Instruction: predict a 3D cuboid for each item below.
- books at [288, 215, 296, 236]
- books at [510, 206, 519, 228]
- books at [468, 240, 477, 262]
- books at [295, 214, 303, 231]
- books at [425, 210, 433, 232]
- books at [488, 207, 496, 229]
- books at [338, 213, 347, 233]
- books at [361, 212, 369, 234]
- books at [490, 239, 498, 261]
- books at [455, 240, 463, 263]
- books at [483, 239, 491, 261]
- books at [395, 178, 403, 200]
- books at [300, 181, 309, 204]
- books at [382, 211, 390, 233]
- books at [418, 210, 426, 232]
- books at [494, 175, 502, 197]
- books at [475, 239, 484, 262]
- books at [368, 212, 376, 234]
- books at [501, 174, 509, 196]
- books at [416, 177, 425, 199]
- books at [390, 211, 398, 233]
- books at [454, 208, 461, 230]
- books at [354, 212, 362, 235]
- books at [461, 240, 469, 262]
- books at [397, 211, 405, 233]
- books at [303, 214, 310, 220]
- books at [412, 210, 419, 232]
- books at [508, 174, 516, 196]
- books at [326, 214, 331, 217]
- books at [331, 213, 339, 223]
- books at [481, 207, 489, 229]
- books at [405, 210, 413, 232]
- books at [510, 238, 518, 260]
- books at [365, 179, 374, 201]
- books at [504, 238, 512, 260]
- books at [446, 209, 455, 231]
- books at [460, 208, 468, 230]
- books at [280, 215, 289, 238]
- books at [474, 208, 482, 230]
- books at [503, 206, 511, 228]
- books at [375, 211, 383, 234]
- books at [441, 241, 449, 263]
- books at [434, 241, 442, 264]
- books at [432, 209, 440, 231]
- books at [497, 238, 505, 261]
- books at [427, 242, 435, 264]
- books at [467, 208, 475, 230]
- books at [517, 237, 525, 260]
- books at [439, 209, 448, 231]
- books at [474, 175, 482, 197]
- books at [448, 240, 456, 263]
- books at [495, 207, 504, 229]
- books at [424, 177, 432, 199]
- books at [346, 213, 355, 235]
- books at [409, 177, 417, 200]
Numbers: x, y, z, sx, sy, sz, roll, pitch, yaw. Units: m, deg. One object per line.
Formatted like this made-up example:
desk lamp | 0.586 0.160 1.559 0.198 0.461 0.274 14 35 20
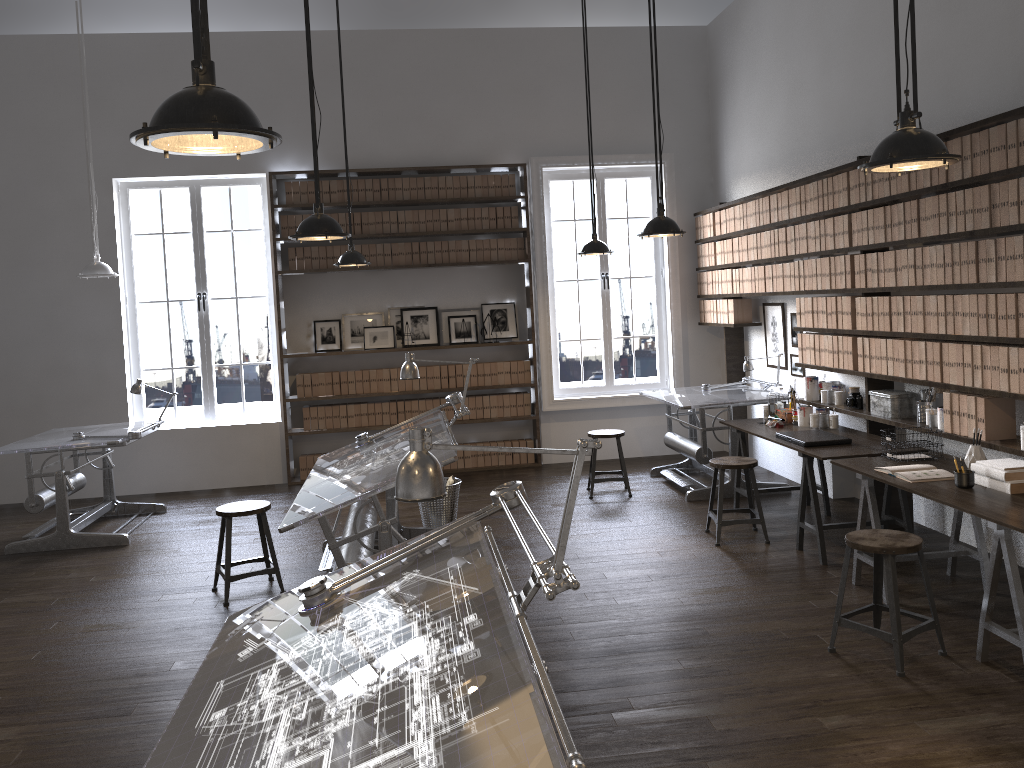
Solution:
books | -2.130 -1.521 8.605 0.067 0.225 0.175 -3 3 -7
books | 0.020 -1.657 8.863 0.067 0.225 0.175 -3 3 -7
books | -0.398 -1.319 8.821 0.067 0.225 0.175 -3 3 -7
books | -2.060 -1.526 8.610 0.067 0.225 0.175 -3 3 -7
books | -0.820 -1.604 8.765 0.067 0.225 0.175 -3 3 -7
books | -0.203 -1.643 8.839 0.067 0.225 0.175 -3 3 -7
books | -1.652 -1.551 8.660 0.067 0.225 0.175 -3 3 -7
books | -1.435 -1.565 8.690 0.067 0.225 0.175 -3 3 -7
books | -0.190 -1.332 8.848 0.067 0.225 0.175 -3 3 -7
books | -0.532 -1.311 8.808 0.067 0.225 0.175 -3 3 -7
books | -0.259 -1.328 8.843 0.067 0.225 0.175 -3 3 -7
books | -1.112 -1.903 8.712 0.067 0.225 0.175 -3 3 -7
books | -2.012 -1.847 8.607 0.067 0.225 0.175 -3 3 -7
books | -1.234 -1.577 8.708 0.067 0.225 0.175 -3 3 -7
books | -0.888 -1.599 8.750 0.067 0.225 0.175 -3 3 -7
books | -0.148 -1.965 8.834 0.067 0.225 0.175 -3 3 -7
books | -0.328 -1.323 8.833 0.067 0.225 0.175 -3 3 -7
books | -1.369 -1.569 8.696 0.067 0.225 0.175 -3 3 -7
books | -0.077 -1.969 8.843 0.067 0.225 0.175 -3 3 -7
books | -0.903 -1.917 8.742 0.067 0.225 0.175 -3 3 -7
books | -1.163 -1.582 8.720 0.067 0.225 0.175 -3 3 -7
books | -0.547 -1.621 8.796 0.067 0.225 0.175 -3 3 -7
books | -1.507 -1.560 8.676 0.067 0.225 0.175 -3 3 -7
books | -0.469 -1.314 8.814 0.067 0.225 0.175 -3 3 -7
books | -1.089 -1.587 8.727 0.067 0.225 0.175 -3 3 -7
books | -1.988 -1.530 8.620 0.067 0.225 0.175 -3 3 -7
books | -0.955 -1.595 8.746 0.067 0.225 0.175 -3 3 -7
books | -0.007 -1.973 8.847 0.067 0.225 0.175 -3 3 -7
books | -1.793 -1.543 8.647 0.067 0.225 0.175 -3 3 -7
books | -1.723 -1.547 8.655 0.067 0.225 0.175 -3 3 -7
books | -0.273 -1.638 8.826 0.067 0.225 0.175 -3 3 -7
books | -1.017 -1.591 8.737 0.067 0.225 0.175 -3 3 -7
books | 0.010 -1.345 8.873 0.067 0.225 0.175 -3 3 -7
books | -1.396 -1.886 8.680 0.067 0.225 0.175 -3 3 -7
books | -0.052 -1.340 8.861 0.067 0.225 0.175 -3 3 -7
books | -0.609 -1.617 8.787 0.067 0.225 0.175 -3 3 -7
books | -0.480 -1.625 8.799 0.067 0.225 0.175 -3 3 -7
books | -2.199 -1.517 8.599 0.067 0.225 0.175 -3 3 -7
books | -0.344 -1.634 8.821 0.067 0.225 0.175 -3 3 -7
books | -0.055 -1.652 8.857 0.067 0.225 0.175 -3 3 -7
books | -1.306 -1.573 8.699 0.067 0.225 0.175 -3 3 -7
books | -0.665 -1.302 8.793 0.067 0.225 0.175 -3 3 -7
books | -0.735 -1.298 8.785 0.067 0.225 0.175 -3 3 -7
books | -0.751 -1.608 8.771 0.067 0.225 0.175 -3 3 -7
books | -0.117 -1.336 8.853 0.067 0.225 0.175 -3 3 -7
books | -0.805 -1.293 8.772 0.067 0.225 0.175 -3 3 -7
books | -0.414 -1.630 8.813 0.067 0.225 0.175 -3 3 -7
books | 0.080 -1.349 8.882 0.067 0.225 0.175 -3 3 -7
books | -0.680 -1.612 8.776 0.067 0.225 0.175 -3 3 -7
books | -0.343 -1.952 8.808 0.067 0.225 0.175 -3 3 -7
books | -0.598 -1.306 8.795 0.067 0.225 0.175 -3 3 -7
books | -0.128 -1.647 8.842 0.067 0.225 0.175 -3 3 -7
books | -0.829 -1.922 8.750 0.067 0.225 0.175 -3 3 -7
books | -1.582 -1.556 8.673 0.067 0.225 0.175 -3 3 -7
books | -0.972 -1.913 8.736 0.067 0.225 0.175 -3 3 -7
